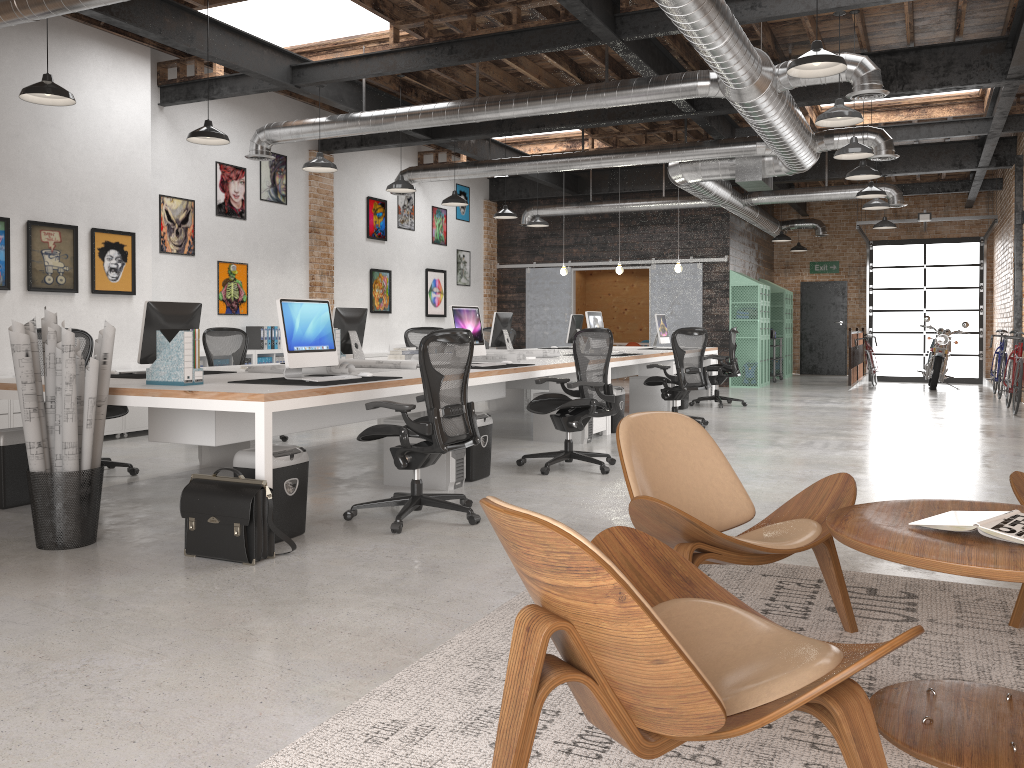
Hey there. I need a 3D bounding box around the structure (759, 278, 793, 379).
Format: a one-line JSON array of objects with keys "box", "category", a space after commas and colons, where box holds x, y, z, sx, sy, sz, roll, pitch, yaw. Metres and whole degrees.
[{"box": [5.674, -1.197, 18.978, 0.556, 2.098, 1.119, 0, 2, 25], "category": "structure"}]

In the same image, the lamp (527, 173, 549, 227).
[{"box": [0.414, -2.962, 14.195, 0.362, 0.855, 0.362, 1, 2, 43], "category": "lamp"}]

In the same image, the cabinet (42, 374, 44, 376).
[{"box": [-4.225, 0.238, 8.164, 0.460, 0.647, 0.388, 1, 2, 25], "category": "cabinet"}]

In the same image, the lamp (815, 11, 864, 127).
[{"box": [2.575, -2.488, 6.967, 0.362, 0.855, 0.362, 1, 2, 43], "category": "lamp"}]

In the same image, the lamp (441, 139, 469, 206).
[{"box": [-0.755, -2.798, 11.699, 0.362, 0.855, 0.362, 1, 2, 33], "category": "lamp"}]

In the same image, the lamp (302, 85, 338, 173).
[{"box": [-1.974, -2.628, 9.098, 0.362, 0.855, 0.362, 1, 2, 43], "category": "lamp"}]

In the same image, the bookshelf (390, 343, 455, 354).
[{"box": [-1.471, -0.283, 14.950, 0.400, 0.799, 1.546, 1, 3, 25], "category": "bookshelf"}]

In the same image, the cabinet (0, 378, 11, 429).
[{"box": [-4.555, 0.284, 7.456, 0.460, 0.647, 0.388, 1, 2, 25], "category": "cabinet"}]

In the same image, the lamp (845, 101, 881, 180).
[{"box": [3.794, -2.659, 9.569, 0.362, 0.855, 0.362, -1, 2, -42], "category": "lamp"}]

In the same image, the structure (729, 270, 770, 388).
[{"box": [4.371, -1.014, 16.196, 0.556, 2.098, 1.119, 0, 2, 25], "category": "structure"}]

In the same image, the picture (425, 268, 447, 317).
[{"box": [-1.342, -1.600, 15.623, 0.054, 0.841, 0.677, 0, 2, 25], "category": "picture"}]

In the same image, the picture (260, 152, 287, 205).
[{"box": [-3.164, -2.739, 11.756, 0.018, 0.661, 0.533, 0, 2, 25], "category": "picture"}]

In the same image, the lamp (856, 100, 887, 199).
[{"box": [4.452, -3.004, 10.969, 0.362, 1.362, 0.362, 1, 1, 33], "category": "lamp"}]

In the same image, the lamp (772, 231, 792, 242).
[{"box": [5.083, -3.366, 16.684, 0.362, 1.337, 0.362, 0, 1, 3], "category": "lamp"}]

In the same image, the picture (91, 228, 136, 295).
[{"box": [-4.057, -1.238, 9.016, 0.042, 0.652, 0.525, 0, 2, 25], "category": "picture"}]

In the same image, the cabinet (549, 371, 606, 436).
[{"box": [0.650, 0.199, 8.759, 0.460, 0.647, 0.388, 1, 2, 25], "category": "cabinet"}]

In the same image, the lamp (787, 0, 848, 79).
[{"box": [1.913, -2.649, 5.549, 0.362, 1.362, 0.362, 1, 1, 43], "category": "lamp"}]

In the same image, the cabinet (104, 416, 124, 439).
[{"box": [-4.056, 0.215, 8.516, 0.460, 0.647, 0.388, 1, 2, 25], "category": "cabinet"}]

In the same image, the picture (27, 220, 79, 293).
[{"box": [-4.350, -1.197, 8.390, 0.042, 0.652, 0.525, 0, 2, 25], "category": "picture"}]

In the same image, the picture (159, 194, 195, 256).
[{"box": [-3.873, -1.829, 10.253, 0.018, 0.661, 0.533, 0, 2, 25], "category": "picture"}]

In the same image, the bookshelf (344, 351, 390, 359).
[{"box": [-2.132, -0.133, 13.541, 0.400, 0.684, 1.546, 1, 3, 25], "category": "bookshelf"}]

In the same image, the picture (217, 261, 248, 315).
[{"box": [-3.490, -1.193, 11.081, 0.018, 0.661, 0.533, 0, 2, 25], "category": "picture"}]

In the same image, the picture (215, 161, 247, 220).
[{"box": [-3.500, -2.401, 11.041, 0.018, 0.661, 0.533, 0, 2, 25], "category": "picture"}]

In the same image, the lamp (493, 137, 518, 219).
[{"box": [-0.097, -3.143, 13.100, 0.362, 1.362, 0.362, 1, 1, 33], "category": "lamp"}]

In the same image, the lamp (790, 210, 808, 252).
[{"box": [6.130, -3.512, 18.920, 0.362, 1.337, 0.362, 0, 1, 3], "category": "lamp"}]

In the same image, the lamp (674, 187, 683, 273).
[{"box": [2.489, -2.503, 13.239, 0.123, 1.677, 0.123, 0, 1, 23], "category": "lamp"}]

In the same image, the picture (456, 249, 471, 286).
[{"box": [-0.908, -2.172, 16.584, 0.018, 0.661, 0.533, 0, 2, 25], "category": "picture"}]

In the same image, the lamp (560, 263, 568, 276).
[{"box": [0.822, -2.554, 14.020, 0.123, 1.677, 0.123, 0, 1, 23], "category": "lamp"}]

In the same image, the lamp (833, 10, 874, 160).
[{"box": [3.233, -2.833, 8.368, 0.362, 1.362, 0.362, 0, 1, -2], "category": "lamp"}]

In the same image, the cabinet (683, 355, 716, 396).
[{"box": [2.816, -0.104, 13.382, 0.460, 0.647, 0.388, 1, 2, 25], "category": "cabinet"}]

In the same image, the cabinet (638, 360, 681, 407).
[{"box": [1.907, 0.023, 11.443, 0.460, 0.647, 0.388, 1, 2, 25], "category": "cabinet"}]

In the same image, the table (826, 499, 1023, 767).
[{"box": [1.280, 0.658, 2.378, 0.826, 0.569, 0.827, 1, 3, 13], "category": "table"}]

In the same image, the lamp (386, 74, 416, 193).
[{"box": [-1.316, -2.973, 10.498, 0.362, 1.362, 0.362, 0, 1, 18], "category": "lamp"}]

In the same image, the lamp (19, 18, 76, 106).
[{"box": [-3.294, -2.443, 6.279, 0.362, 0.855, 0.362, 0, 1, 3], "category": "lamp"}]

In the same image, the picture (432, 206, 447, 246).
[{"box": [-1.291, -2.808, 15.756, 0.018, 0.661, 0.533, 0, 2, 25], "category": "picture"}]

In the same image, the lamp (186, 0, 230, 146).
[{"box": [-2.636, -2.788, 7.680, 0.362, 1.362, 0.362, 1, 1, 43], "category": "lamp"}]

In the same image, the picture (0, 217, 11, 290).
[{"box": [-4.649, -1.155, 7.750, 0.042, 0.652, 0.525, 0, 2, 25], "category": "picture"}]

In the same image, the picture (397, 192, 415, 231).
[{"box": [-1.762, -2.905, 14.749, 0.018, 0.661, 0.533, 0, 2, 25], "category": "picture"}]

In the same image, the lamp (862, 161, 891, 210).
[{"box": [4.963, -2.822, 12.065, 0.362, 0.855, 0.362, 1, 2, 43], "category": "lamp"}]

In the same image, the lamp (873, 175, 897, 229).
[{"box": [6.103, -2.981, 14.497, 0.362, 0.855, 0.362, 0, 1, 3], "category": "lamp"}]

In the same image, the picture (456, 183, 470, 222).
[{"box": [-0.918, -3.379, 16.545, 0.018, 0.661, 0.533, 0, 2, 25], "category": "picture"}]

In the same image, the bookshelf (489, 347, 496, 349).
[{"box": [-0.816, -0.317, 16.350, 0.400, 0.684, 1.546, 1, 3, 25], "category": "bookshelf"}]

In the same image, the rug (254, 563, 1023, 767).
[{"box": [1.025, 0.930, 2.535, 2.730, 0.004, 3.001, 2, 4, 25], "category": "rug"}]

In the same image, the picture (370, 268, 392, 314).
[{"box": [-2.080, -1.468, 14.048, 0.044, 0.696, 0.561, 0, 2, 25], "category": "picture"}]

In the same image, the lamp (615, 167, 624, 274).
[{"box": [1.656, -2.529, 13.629, 0.123, 1.677, 0.123, 0, 1, 23], "category": "lamp"}]

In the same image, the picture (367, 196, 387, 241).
[{"box": [-2.126, -2.596, 13.948, 0.042, 0.652, 0.525, 0, 2, 25], "category": "picture"}]

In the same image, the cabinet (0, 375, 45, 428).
[{"box": [-4.389, 0.261, 7.810, 0.460, 0.647, 0.388, 1, 2, 25], "category": "cabinet"}]
